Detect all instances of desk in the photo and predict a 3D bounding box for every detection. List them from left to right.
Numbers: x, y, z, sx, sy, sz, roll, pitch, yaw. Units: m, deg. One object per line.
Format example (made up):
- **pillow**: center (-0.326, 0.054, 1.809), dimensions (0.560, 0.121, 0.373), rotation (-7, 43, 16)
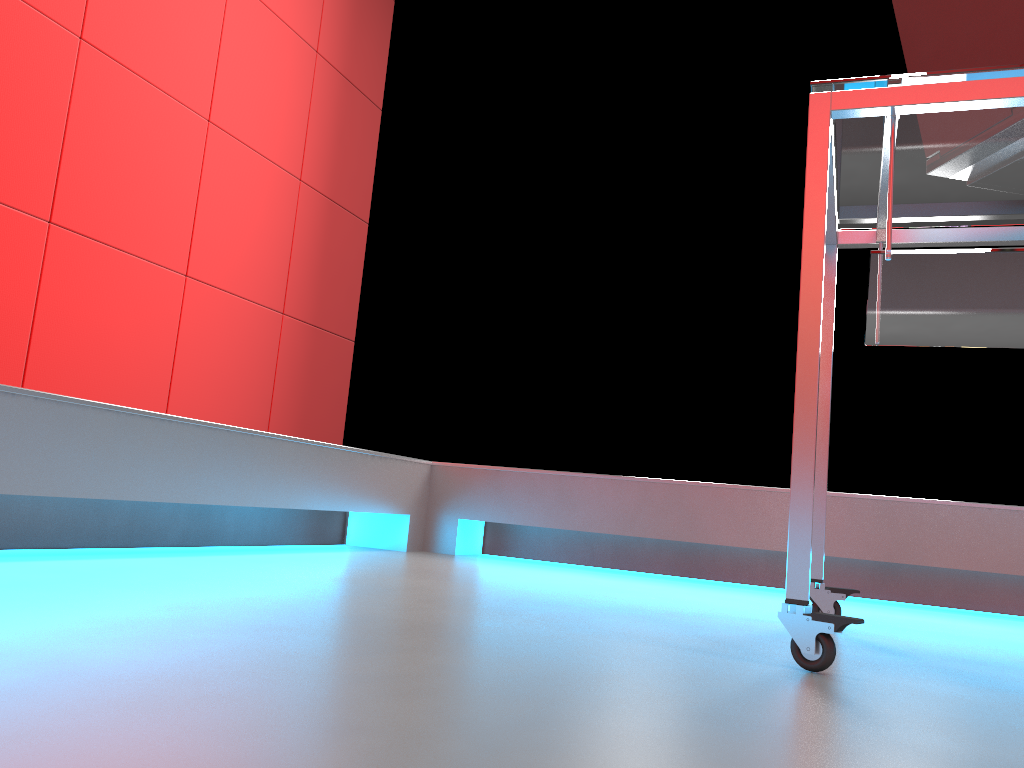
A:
- **desk**: center (1.172, 0.047, 0.989), dimensions (1.617, 0.690, 0.594), rotation (2, -8, 21)

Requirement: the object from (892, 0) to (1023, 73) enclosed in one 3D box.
- **object**: center (0.756, -0.459, 1.191), dimensions (0.340, 0.285, 0.342), rotation (6, -8, -8)
